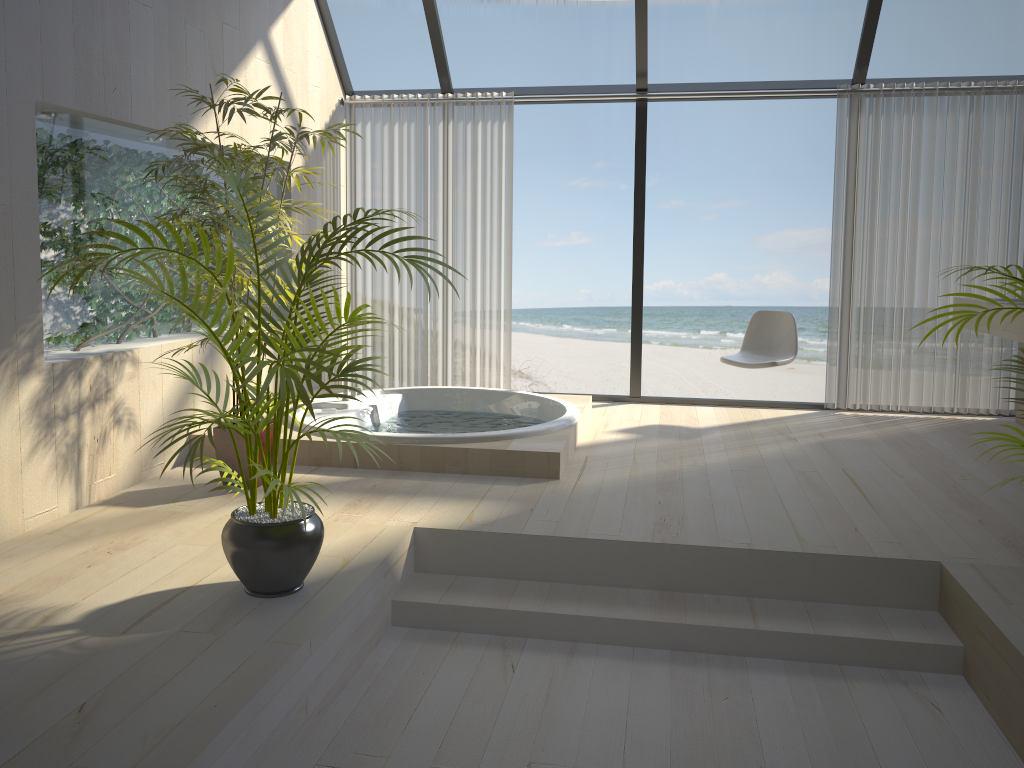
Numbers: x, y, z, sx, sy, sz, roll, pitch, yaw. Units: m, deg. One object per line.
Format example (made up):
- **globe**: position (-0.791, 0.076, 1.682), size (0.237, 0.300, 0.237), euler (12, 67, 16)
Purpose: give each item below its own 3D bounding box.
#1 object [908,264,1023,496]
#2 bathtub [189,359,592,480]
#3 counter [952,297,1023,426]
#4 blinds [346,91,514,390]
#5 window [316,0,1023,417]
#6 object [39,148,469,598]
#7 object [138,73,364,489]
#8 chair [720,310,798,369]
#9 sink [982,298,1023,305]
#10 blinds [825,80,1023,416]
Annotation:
- **object**: position (1.443, 0.126, 2.195), size (0.919, 1.151, 0.753), euler (7, 9, 43)
- **bathtub**: position (-0.535, 0.230, 4.968), size (1.821, 0.694, 1.657), euler (2, 8, 10)
- **counter**: position (2.910, -0.054, 4.907), size (0.550, 0.786, 1.213), euler (2, 7, 10)
- **blinds**: position (-0.572, -0.963, 6.162), size (1.183, 2.059, 0.084), euler (2, 5, 10)
- **window**: position (1.008, -1.217, 5.658), size (4.561, 2.799, 0.749), euler (2, 5, 10)
- **object**: position (-0.663, -0.049, 2.648), size (1.065, 1.338, 0.878), euler (0, 6, -1)
- **object**: position (-1.212, -0.427, 3.822), size (0.788, 1.747, 0.939), euler (4, 7, 35)
- **chair**: position (1.545, -0.274, 5.482), size (0.370, 0.345, 0.456), euler (6, 9, 38)
- **sink**: position (2.862, -0.462, 4.846), size (0.504, 0.417, 0.577), euler (2, 7, 13)
- **blinds**: position (2.632, -0.849, 5.595), size (1.183, 2.059, 0.084), euler (2, 5, 10)
